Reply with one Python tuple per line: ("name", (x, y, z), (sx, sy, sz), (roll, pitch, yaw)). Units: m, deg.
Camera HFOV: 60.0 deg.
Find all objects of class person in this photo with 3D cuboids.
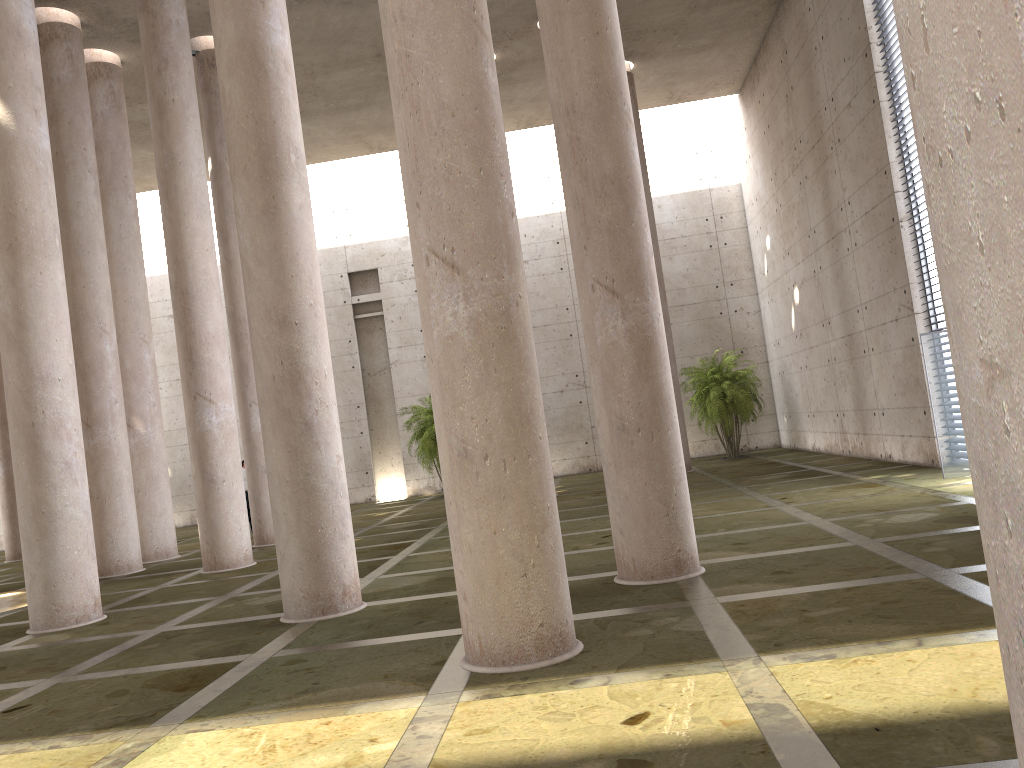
("person", (-6.301, 2.670, 20.713), (0.898, 1.851, 0.001), (-8, -3, 4))

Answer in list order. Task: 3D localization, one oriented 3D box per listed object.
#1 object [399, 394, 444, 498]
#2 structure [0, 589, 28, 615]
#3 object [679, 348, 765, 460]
("object", (-1.912, 1.774, 26.107), (2.333, 3.247, 2.483), (-11, -4, 42))
("structure", (-9.015, 3.366, 13.684), (3.913, 1.279, 3.916), (-7, -3, -23))
("object", (6.150, 0.623, 25.475), (2.333, 3.247, 2.483), (-11, -4, 42))
